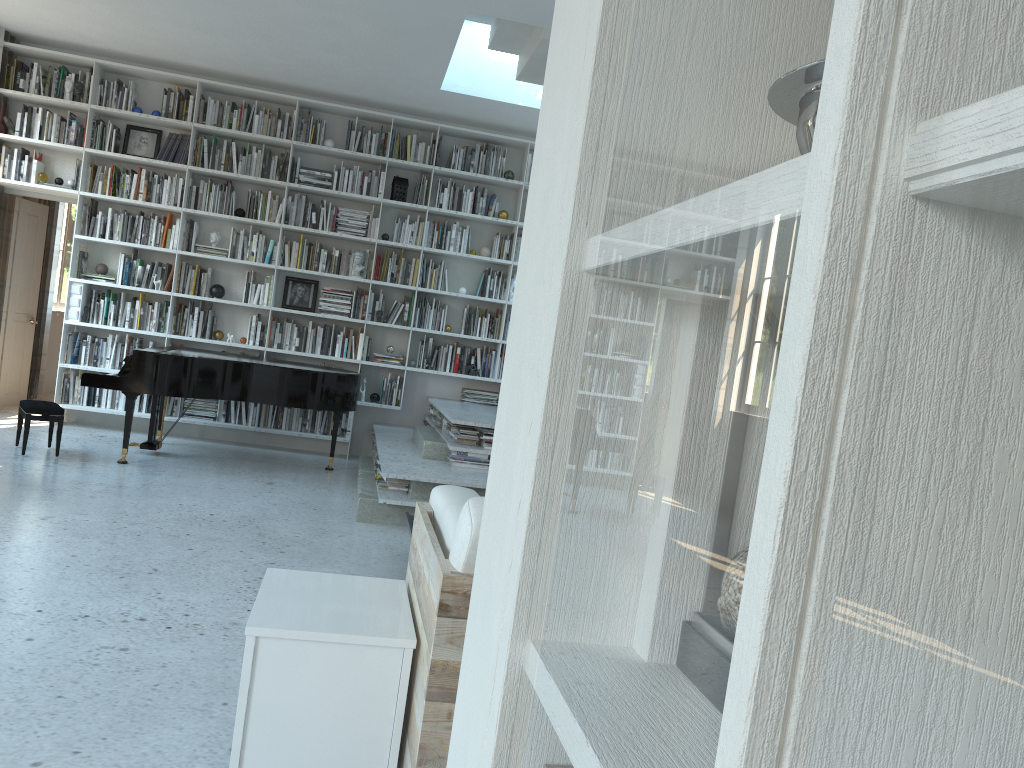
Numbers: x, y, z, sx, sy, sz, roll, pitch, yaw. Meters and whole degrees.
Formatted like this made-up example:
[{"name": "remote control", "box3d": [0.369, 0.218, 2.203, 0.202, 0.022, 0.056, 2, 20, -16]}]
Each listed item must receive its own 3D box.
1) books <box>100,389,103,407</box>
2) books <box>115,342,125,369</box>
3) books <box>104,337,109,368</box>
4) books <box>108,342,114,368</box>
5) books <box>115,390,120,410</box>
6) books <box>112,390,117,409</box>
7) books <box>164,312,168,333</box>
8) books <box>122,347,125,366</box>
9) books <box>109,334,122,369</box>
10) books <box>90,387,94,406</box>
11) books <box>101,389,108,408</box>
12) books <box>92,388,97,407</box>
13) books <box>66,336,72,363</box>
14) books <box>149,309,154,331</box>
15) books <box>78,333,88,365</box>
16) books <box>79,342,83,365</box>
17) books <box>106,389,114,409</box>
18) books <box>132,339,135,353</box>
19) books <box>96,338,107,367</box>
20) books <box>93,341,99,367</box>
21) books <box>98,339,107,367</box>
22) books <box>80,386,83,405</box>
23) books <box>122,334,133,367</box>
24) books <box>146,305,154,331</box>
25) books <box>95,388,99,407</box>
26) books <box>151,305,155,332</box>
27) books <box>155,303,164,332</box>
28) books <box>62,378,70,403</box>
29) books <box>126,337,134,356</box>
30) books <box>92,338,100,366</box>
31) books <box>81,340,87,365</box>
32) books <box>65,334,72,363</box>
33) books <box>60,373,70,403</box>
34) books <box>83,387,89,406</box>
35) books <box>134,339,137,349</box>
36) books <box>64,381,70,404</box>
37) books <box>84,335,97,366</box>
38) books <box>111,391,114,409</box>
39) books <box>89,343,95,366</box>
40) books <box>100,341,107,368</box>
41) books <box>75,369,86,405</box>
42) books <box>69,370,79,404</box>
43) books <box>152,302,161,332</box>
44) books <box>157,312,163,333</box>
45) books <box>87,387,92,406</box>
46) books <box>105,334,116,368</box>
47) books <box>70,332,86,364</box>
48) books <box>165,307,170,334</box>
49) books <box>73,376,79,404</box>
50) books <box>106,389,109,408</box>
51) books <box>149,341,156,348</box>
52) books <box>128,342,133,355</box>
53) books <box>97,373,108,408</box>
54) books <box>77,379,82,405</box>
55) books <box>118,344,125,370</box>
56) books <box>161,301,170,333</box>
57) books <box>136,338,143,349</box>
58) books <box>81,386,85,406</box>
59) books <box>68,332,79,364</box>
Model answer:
[{"name": "books", "box3d": [-3.615, 0.080, 7.876, 0.022, 0.246, 0.134, 8, 3, -10]}, {"name": "books", "box3d": [-3.480, -0.250, 7.875, 0.031, 0.239, 0.132, 8, 3, -10]}, {"name": "books", "box3d": [-3.575, -0.281, 7.859, 0.013, 0.274, 0.146, 8, 3, -10]}, {"name": "books", "box3d": [-3.539, -0.255, 7.863, 0.012, 0.233, 0.148, 8, 3, -10]}, {"name": "books", "box3d": [-3.482, 0.114, 7.880, 0.021, 0.218, 0.190, 8, 2, -10]}, {"name": "books", "box3d": [-3.501, 0.087, 7.875, 0.025, 0.266, 0.159, 8, 3, -10]}, {"name": "books", "box3d": [-3.079, -0.546, 7.931, 0.023, 0.187, 0.130, 8, 3, -10]}, {"name": "books", "box3d": [-3.433, -0.229, 7.880, 0.013, 0.209, 0.154, 8, 2, -10]}, {"name": "books", "box3d": [-3.506, -0.288, 7.846, 0.039, 0.307, 0.172, 8, 3, -10]}, {"name": "books", "box3d": [-3.697, 0.066, 7.859, 0.022, 0.252, 0.139, 8, 3, -10]}, {"name": "books", "box3d": [-3.589, 0.107, 7.857, 0.030, 0.202, 0.168, 8, 2, -10]}, {"name": "books", "box3d": [-3.676, 0.085, 7.853, 0.022, 0.221, 0.163, 8, 2, -10]}, {"name": "books", "box3d": [-3.862, -0.302, 7.788, 0.029, 0.239, 0.154, 8, 3, -10]}, {"name": "books", "box3d": [-3.196, -0.565, 7.899, 0.023, 0.194, 0.139, 8, 3, -10]}, {"name": "books", "box3d": [-3.782, -0.309, 7.814, 0.010, 0.274, 0.150, 8, 3, -10]}, {"name": "books", "box3d": [-3.770, -0.269, 7.820, 0.024, 0.198, 0.148, 8, 2, -10]}, {"name": "books", "box3d": [-3.542, 0.081, 7.868, 0.031, 0.266, 0.186, 8, 3, -10]}, {"name": "books", "box3d": [-3.364, -0.258, 7.899, 0.013, 0.284, 0.138, 8, 3, -10]}, {"name": "books", "box3d": [-3.621, -0.278, 7.824, 0.013, 0.257, 0.189, 8, 2, -10]}, {"name": "books", "box3d": [-3.643, -0.264, 7.818, 0.028, 0.223, 0.188, 8, 2, -10]}, {"name": "books", "box3d": [-3.610, -0.274, 7.821, 0.010, 0.252, 0.177, 8, 3, -10]}, {"name": "books", "box3d": [-3.778, 0.089, 7.839, 0.022, 0.186, 0.145, 8, 2, -10]}, {"name": "books", "box3d": [-3.408, -0.283, 7.859, 0.014, 0.325, 0.170, 8, 3, -10]}, {"name": "books", "box3d": [-3.217, -0.586, 7.891, 0.025, 0.229, 0.153, 8, 3, -10]}, {"name": "books", "box3d": [-3.650, 0.071, 7.863, 0.027, 0.257, 0.160, 8, 3, -10]}, {"name": "books", "box3d": [-3.175, -0.589, 7.896, 0.010, 0.246, 0.160, 8, 3, -10]}, {"name": "books", "box3d": [-3.142, -0.591, 7.904, 0.013, 0.260, 0.142, 8, 3, -10]}, {"name": "books", "box3d": [-3.918, 0.054, 7.818, 0.023, 0.216, 0.158, 8, 2, -10]}, {"name": "books", "box3d": [-3.399, -0.267, 7.870, 0.012, 0.295, 0.176, 8, 3, -10]}, {"name": "books", "box3d": [-3.671, -0.281, 7.846, 0.022, 0.248, 0.133, 8, 3, -10]}, {"name": "books", "box3d": [-3.742, -0.276, 7.802, 0.022, 0.221, 0.187, 8, 2, -10]}, {"name": "books", "box3d": [-3.883, -0.313, 7.798, 0.012, 0.254, 0.160, 8, 3, -10]}, {"name": "books", "box3d": [-3.933, 0.033, 7.814, 0.012, 0.254, 0.160, 8, 3, -10]}, {"name": "books", "box3d": [-3.736, 0.055, 7.831, 0.023, 0.266, 0.177, 8, 3, -10]}, {"name": "books", "box3d": [-3.344, -0.258, 7.890, 0.022, 0.291, 0.137, 8, 3, -10]}, {"name": "books", "box3d": [-3.891, 0.072, 7.797, 0.029, 0.190, 0.176, 8, 2, -10]}, {"name": "books", "box3d": [-3.715, -0.296, 7.812, 0.029, 0.266, 0.171, 8, 3, -10]}, {"name": "books", "box3d": [-3.520, 0.064, 7.889, 0.014, 0.304, 0.139, 8, 3, -10]}, {"name": "books", "box3d": [-3.697, -0.260, 7.839, 0.025, 0.200, 0.136, 8, 3, -10]}, {"name": "books", "box3d": [-3.595, -0.261, 7.838, 0.028, 0.229, 0.157, 8, 3, -10]}, {"name": "books", "box3d": [-3.805, 0.018, 7.828, 0.011, 0.319, 0.157, 8, 3, -10]}, {"name": "books", "box3d": [-3.857, 0.024, 7.815, 0.045, 0.294, 0.181, 8, 3, -10]}, {"name": "books", "box3d": [-3.155, -0.595, 7.882, 0.021, 0.265, 0.185, 8, 3, -10]}, {"name": "books", "box3d": [-3.122, -0.549, 7.910, 0.041, 0.181, 0.141, 8, 2, -10]}, {"name": "books", "box3d": [-3.721, 0.087, 7.852, 0.022, 0.206, 0.158, 8, 2, -10]}, {"name": "books", "box3d": [-3.553, -0.291, 7.855, 0.027, 0.300, 0.142, 8, 3, -10]}, {"name": "books", "box3d": [-3.808, -0.317, 7.789, 0.052, 0.284, 0.172, 8, 3, -10]}, {"name": "books", "box3d": [-3.054, -0.569, 7.908, 0.010, 0.240, 0.174, 8, 3, -10]}, {"name": "books", "box3d": [-3.828, 0.051, 7.829, 0.024, 0.246, 0.142, 8, 3, -10]}, {"name": "books", "box3d": [-3.572, 0.104, 7.890, 0.014, 0.211, 0.145, 8, 3, -10]}, {"name": "books", "box3d": [-3.224, -0.240, 7.919, 0.025, 0.288, 0.130, 8, 3, -10]}, {"name": "books", "box3d": [-3.386, -0.246, 7.893, 0.029, 0.254, 0.152, 8, 3, -10]}, {"name": "books", "box3d": [-3.625, 0.052, 7.851, 0.013, 0.300, 0.183, 8, 3, -10]}, {"name": "books", "box3d": [-3.795, 0.066, 7.828, 0.022, 0.226, 0.154, 8, 3, -10]}, {"name": "books", "box3d": [-3.452, -0.239, 7.876, 0.028, 0.225, 0.134, 8, 3, -10]}, {"name": "books", "box3d": [-3.084, -0.596, 7.893, 0.014, 0.286, 0.179, 8, 3, -10]}, {"name": "books", "box3d": [-3.325, -0.260, 7.888, 0.013, 0.301, 0.172, 8, 3, -10]}, {"name": "books", "box3d": [-3.753, 0.055, 7.822, 0.013, 0.262, 0.174, 8, 3, -10]}, {"name": "books", "box3d": [-3.838, -0.317, 7.775, 0.011, 0.277, 0.189, 8, 3, -10]}]
